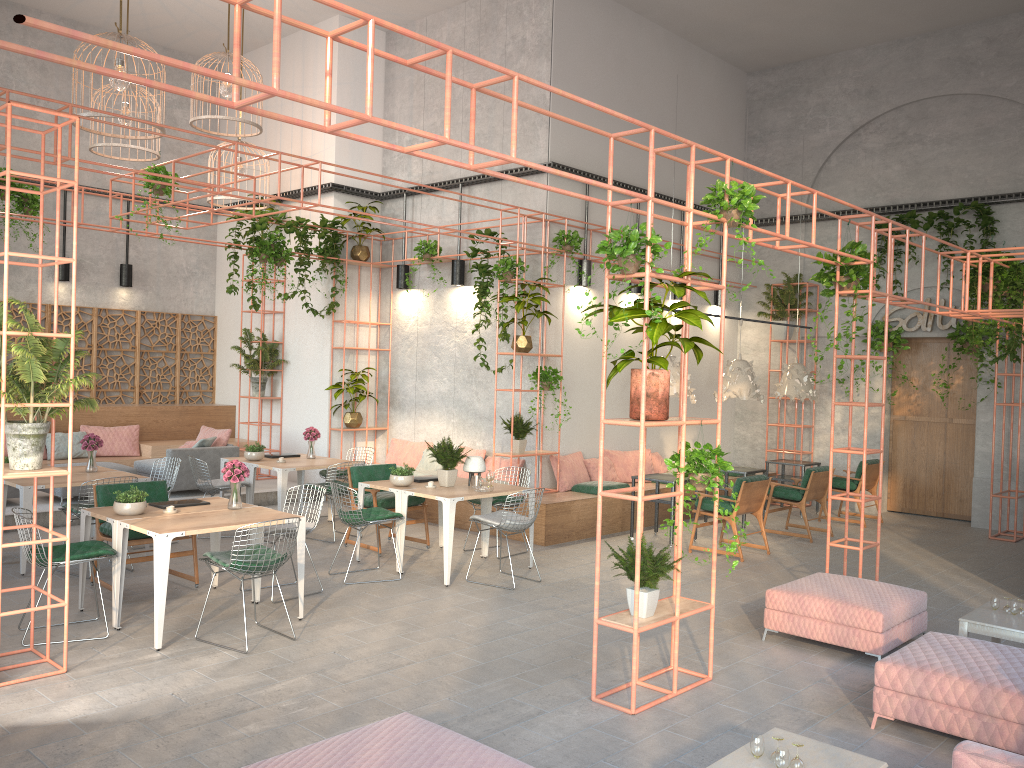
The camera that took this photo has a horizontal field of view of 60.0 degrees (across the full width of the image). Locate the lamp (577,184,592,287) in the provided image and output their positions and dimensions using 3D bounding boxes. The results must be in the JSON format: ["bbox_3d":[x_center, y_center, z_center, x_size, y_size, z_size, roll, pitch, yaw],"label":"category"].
[{"bbox_3d":[1.008,-2.048,12.112,0.185,1.425,0.179,3,1,43],"label":"lamp"}]

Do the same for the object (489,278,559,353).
[{"bbox_3d":[0.130,-0.860,10.964,0.903,0.947,0.934,2,1,5],"label":"object"}]

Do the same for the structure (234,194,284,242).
[{"bbox_3d":[-4.007,-2.635,14.088,0.903,0.803,0.934,2,1,15],"label":"structure"}]

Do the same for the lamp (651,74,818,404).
[{"bbox_3d":[3.205,-1.765,12.245,0.704,4.052,4.456,3,1,43],"label":"lamp"}]

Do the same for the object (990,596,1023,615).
[{"bbox_3d":[3.517,1.595,6.287,0.156,0.145,0.199,1,1,-32],"label":"object"}]

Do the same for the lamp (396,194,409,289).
[{"bbox_3d":[-1.626,-2.148,13.338,0.179,1.425,0.185,3,1,43],"label":"lamp"}]

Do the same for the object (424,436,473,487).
[{"bbox_3d":[-0.679,0.786,9.111,0.438,0.527,0.368,3,1,43],"label":"object"}]

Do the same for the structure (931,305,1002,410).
[{"bbox_3d":[6.686,-0.382,12.919,0.950,1.527,0.921,3,1,41],"label":"structure"}]

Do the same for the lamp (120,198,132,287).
[{"bbox_3d":[-6.265,-2.302,14.433,0.185,1.436,0.179,3,1,43],"label":"lamp"}]

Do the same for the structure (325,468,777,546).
[{"bbox_3d":[0.778,1.615,14.039,4.386,0.500,5.831,3,1,43],"label":"structure"}]

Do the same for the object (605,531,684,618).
[{"bbox_3d":[0.822,1.216,5.660,0.438,0.527,0.368,3,1,43],"label":"object"}]

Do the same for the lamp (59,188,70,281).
[{"bbox_3d":[-6.933,-2.312,13.717,0.185,1.436,0.185,2,1,-6],"label":"lamp"}]

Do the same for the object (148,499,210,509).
[{"bbox_3d":[-2.816,1.020,7.514,0.268,0.031,0.427,3,1,43],"label":"object"}]

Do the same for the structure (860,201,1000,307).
[{"bbox_3d":[6.152,-1.873,13.160,1.939,1.514,0.856,2,1,37],"label":"structure"}]

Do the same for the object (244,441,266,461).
[{"bbox_3d":[-3.183,0.823,10.961,0.248,0.247,0.254,3,1,43],"label":"object"}]

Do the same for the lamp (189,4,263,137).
[{"bbox_3d":[-3.581,-4.993,11.260,0.883,3.476,0.883,2,1,6],"label":"lamp"}]

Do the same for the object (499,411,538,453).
[{"bbox_3d":[0.066,0.604,11.117,0.438,0.527,0.368,3,1,43],"label":"object"}]

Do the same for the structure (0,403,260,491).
[{"bbox_3d":[-7.135,0.908,11.344,3.396,1.111,9.152,3,1,43],"label":"structure"}]

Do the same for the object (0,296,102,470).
[{"bbox_3d":[-3.157,-0.001,5.740,0.900,1.100,0.894,1,1,-18],"label":"object"}]

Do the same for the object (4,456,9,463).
[{"bbox_3d":[-5.048,0.796,8.962,0.247,0.247,0.252,3,1,43],"label":"object"}]

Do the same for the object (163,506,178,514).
[{"bbox_3d":[-2.739,1.005,7.107,0.115,0.073,0.115,2,1,37],"label":"object"}]

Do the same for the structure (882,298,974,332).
[{"bbox_3d":[6.195,-1.034,13.254,1.312,0.505,0.063,3,1,43],"label":"structure"}]

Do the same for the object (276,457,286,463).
[{"bbox_3d":[-2.819,0.924,10.835,0.115,0.078,0.115,1,1,-41],"label":"object"}]

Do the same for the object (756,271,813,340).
[{"bbox_3d":[4.440,-1.262,14.433,0.894,1.101,0.900,2,1,12],"label":"object"}]

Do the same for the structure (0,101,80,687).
[{"bbox_3d":[-3.205,0.066,5.795,0.624,3.602,0.424,3,1,43],"label":"structure"}]

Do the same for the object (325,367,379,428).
[{"bbox_3d":[-2.436,0.198,13.382,0.903,0.919,0.934,2,1,15],"label":"object"}]

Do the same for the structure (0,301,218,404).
[{"bbox_3d":[-8.119,-0.192,12.685,0.132,2.103,9.782,3,1,43],"label":"structure"}]

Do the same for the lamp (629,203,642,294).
[{"bbox_3d":[1.833,-2.036,12.996,0.185,1.425,0.179,3,1,43],"label":"lamp"}]

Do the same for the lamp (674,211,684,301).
[{"bbox_3d":[2.649,-2.025,13.871,0.185,1.425,0.179,3,1,43],"label":"lamp"}]

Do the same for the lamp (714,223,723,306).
[{"bbox_3d":[3.473,-2.013,14.755,0.185,1.425,0.179,3,1,43],"label":"lamp"}]

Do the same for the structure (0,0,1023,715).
[{"bbox_3d":[3.343,0.244,6.026,4.157,4.247,14.689,3,1,43],"label":"structure"}]

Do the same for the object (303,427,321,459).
[{"bbox_3d":[-2.573,0.752,11.370,0.213,0.414,0.225,2,1,35],"label":"object"}]

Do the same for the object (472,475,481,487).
[{"bbox_3d":[-0.364,0.999,9.052,0.095,0.119,0.095,1,1,-23],"label":"object"}]

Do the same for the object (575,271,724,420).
[{"bbox_3d":[0.858,-0.248,5.524,0.924,0.946,0.923,2,1,9],"label":"object"}]

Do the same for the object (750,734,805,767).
[{"bbox_3d":[1.106,1.560,3.702,0.156,0.145,0.199,1,1,-32],"label":"object"}]

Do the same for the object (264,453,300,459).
[{"bbox_3d":[-2.992,0.928,11.486,0.268,0.031,0.427,3,1,43],"label":"object"}]

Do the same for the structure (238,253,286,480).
[{"bbox_3d":[-4.034,-0.292,14.275,0.624,3.596,0.424,3,1,43],"label":"structure"}]

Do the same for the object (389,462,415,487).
[{"bbox_3d":[-1.120,0.916,9.036,0.248,0.247,0.254,3,1,43],"label":"object"}]

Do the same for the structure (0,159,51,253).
[{"bbox_3d":[-7.185,-2.525,12.322,0.670,1.290,1.434,3,1,43],"label":"structure"}]

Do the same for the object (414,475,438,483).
[{"bbox_3d":[-0.929,1.022,9.561,0.268,0.031,0.427,3,1,43],"label":"object"}]

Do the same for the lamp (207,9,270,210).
[{"bbox_3d":[-4.009,-4.399,13.138,0.883,3.476,0.883,2,1,6],"label":"lamp"}]

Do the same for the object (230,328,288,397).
[{"bbox_3d":[-4.049,-0.347,14.156,0.900,1.097,0.894,1,1,-18],"label":"object"}]

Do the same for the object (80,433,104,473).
[{"bbox_3d":[-4.442,0.725,9.366,0.213,0.414,0.225,2,1,35],"label":"object"}]

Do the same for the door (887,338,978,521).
[{"bbox_3d":[6.654,0.662,13.787,1.360,2.729,0.551,3,1,43],"label":"door"}]

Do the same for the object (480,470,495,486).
[{"bbox_3d":[-0.243,0.987,9.232,0.165,0.154,0.210,2,1,33],"label":"object"}]

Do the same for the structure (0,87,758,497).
[{"bbox_3d":[-1.069,-0.547,12.330,4.501,4.345,14.096,3,1,42],"label":"structure"}]

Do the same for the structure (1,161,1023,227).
[{"bbox_3d":[-0.604,-2.795,9.362,15.603,0.110,15.203,3,1,43],"label":"structure"}]

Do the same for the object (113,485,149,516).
[{"bbox_3d":[-3.006,0.915,6.990,0.247,0.247,0.252,3,1,43],"label":"object"}]

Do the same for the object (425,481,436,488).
[{"bbox_3d":[-0.822,1.014,8.970,0.115,0.078,0.115,1,1,-41],"label":"object"}]

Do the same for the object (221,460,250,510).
[{"bbox_3d":[-2.301,0.834,7.367,0.213,0.414,0.225,2,1,35],"label":"object"}]

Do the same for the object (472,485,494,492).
[{"bbox_3d":[-0.287,1.044,8.824,0.218,0.041,0.218,1,1,-39],"label":"object"}]

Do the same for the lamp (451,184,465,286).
[{"bbox_3d":[-0.743,-2.108,12.514,0.179,1.425,0.185,3,1,43],"label":"lamp"}]

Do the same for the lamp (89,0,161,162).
[{"bbox_3d":[-5.158,-4.834,11.919,0.883,3.476,0.883,2,1,6],"label":"lamp"}]

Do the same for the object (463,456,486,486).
[{"bbox_3d":[-0.393,0.910,9.264,0.241,0.313,0.241,2,1,-2],"label":"object"}]

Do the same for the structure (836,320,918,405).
[{"bbox_3d":[5.693,-0.446,13.788,0.950,1.527,0.921,2,1,-14],"label":"structure"}]

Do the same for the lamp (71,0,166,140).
[{"bbox_3d":[-3.942,-4.333,8.984,0.883,3.476,0.883,2,1,6],"label":"lamp"}]

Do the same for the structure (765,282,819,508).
[{"bbox_3d":[4.552,0.174,14.449,0.630,3.597,0.430,3,1,43],"label":"structure"}]
